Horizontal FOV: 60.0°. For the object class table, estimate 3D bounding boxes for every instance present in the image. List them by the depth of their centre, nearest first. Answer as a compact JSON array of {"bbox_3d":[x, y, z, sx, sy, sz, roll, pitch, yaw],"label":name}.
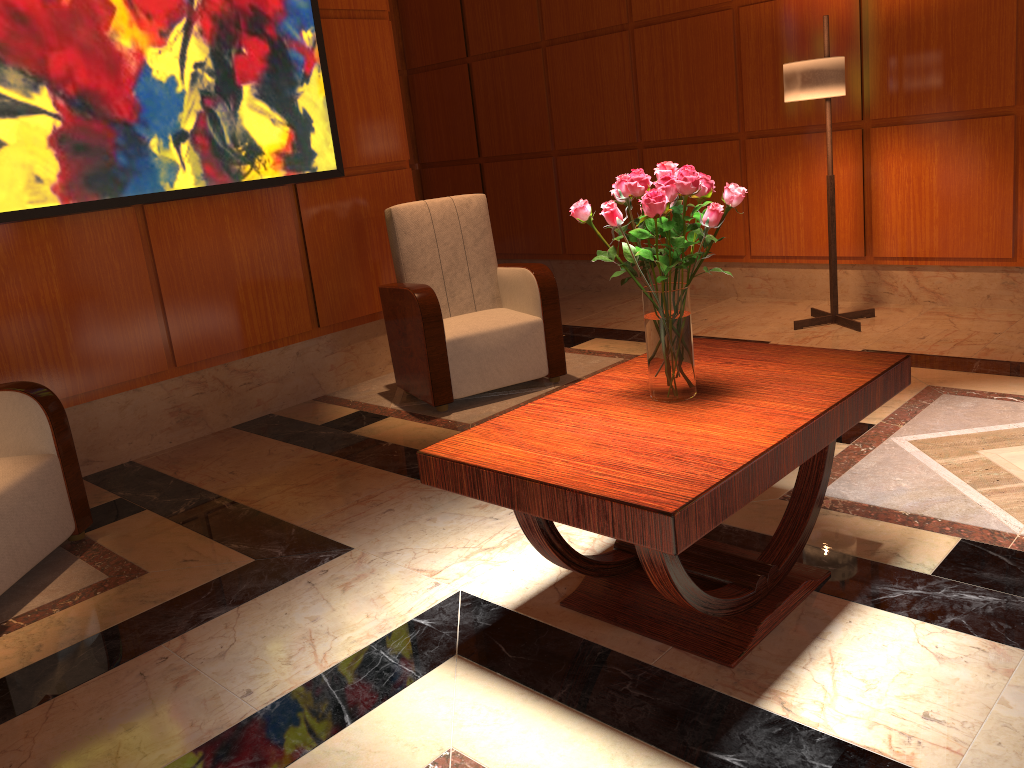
[{"bbox_3d":[0.459,0.296,2.322,0.726,0.529,1.176,8,21,43],"label":"table"}]

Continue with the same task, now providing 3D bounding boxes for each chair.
[{"bbox_3d":[-1.892,0.209,2.800,0.628,0.952,0.745,-6,14,4],"label":"chair"},{"bbox_3d":[-0.231,-0.453,4.477,0.740,0.952,0.632,-14,16,-25],"label":"chair"}]

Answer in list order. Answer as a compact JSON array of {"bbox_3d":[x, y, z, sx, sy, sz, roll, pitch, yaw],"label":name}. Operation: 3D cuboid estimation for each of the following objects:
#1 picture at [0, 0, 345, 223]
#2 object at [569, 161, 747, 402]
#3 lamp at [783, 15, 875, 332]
[{"bbox_3d":[-1.671,-1.646,3.752,0.057,1.721,2.010,6,20,43],"label":"picture"},{"bbox_3d":[0.384,-0.253,2.222,0.351,0.590,0.329,-13,15,-24],"label":"object"},{"bbox_3d":[1.692,-1.112,4.768,0.360,1.646,0.531,3,17,34],"label":"lamp"}]
